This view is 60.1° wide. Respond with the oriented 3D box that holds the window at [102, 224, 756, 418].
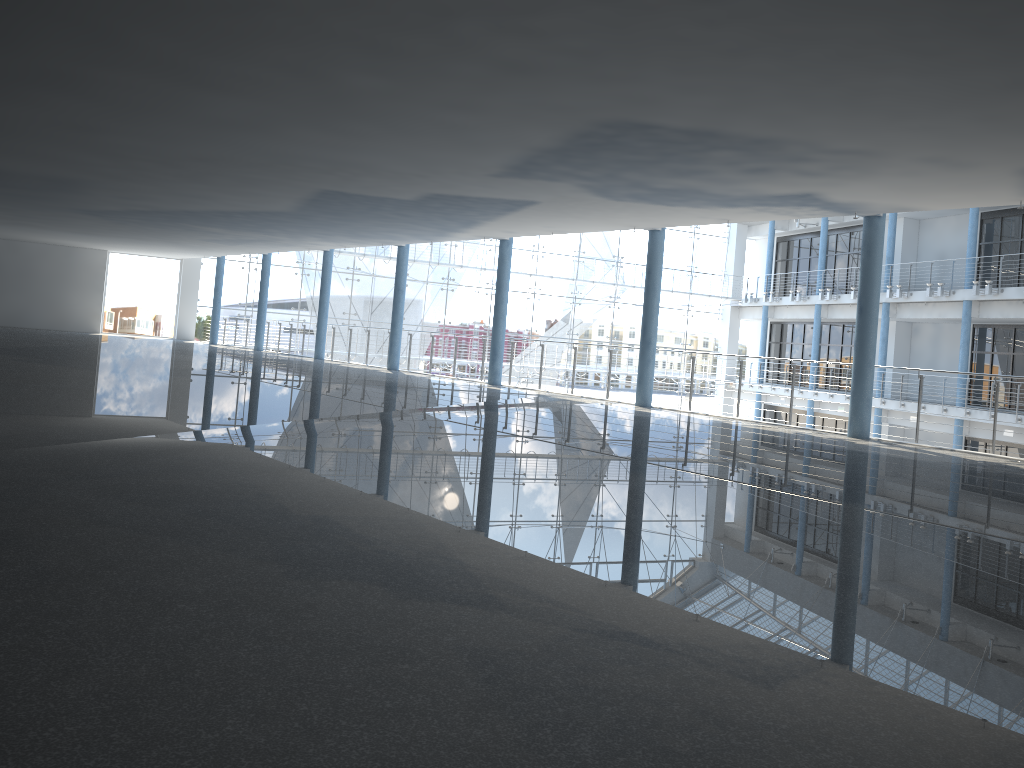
[{"bbox_3d":[-0.168,-0.467,4.987,3.840,2.777,0.010,4,-1,-23],"label":"window"}]
